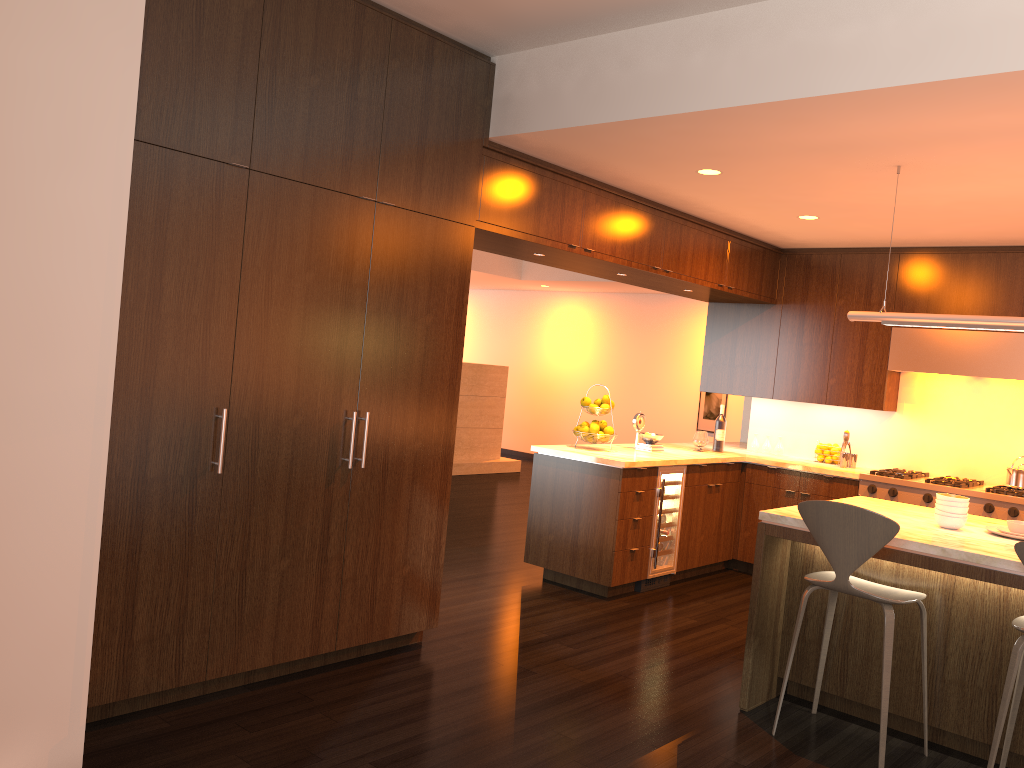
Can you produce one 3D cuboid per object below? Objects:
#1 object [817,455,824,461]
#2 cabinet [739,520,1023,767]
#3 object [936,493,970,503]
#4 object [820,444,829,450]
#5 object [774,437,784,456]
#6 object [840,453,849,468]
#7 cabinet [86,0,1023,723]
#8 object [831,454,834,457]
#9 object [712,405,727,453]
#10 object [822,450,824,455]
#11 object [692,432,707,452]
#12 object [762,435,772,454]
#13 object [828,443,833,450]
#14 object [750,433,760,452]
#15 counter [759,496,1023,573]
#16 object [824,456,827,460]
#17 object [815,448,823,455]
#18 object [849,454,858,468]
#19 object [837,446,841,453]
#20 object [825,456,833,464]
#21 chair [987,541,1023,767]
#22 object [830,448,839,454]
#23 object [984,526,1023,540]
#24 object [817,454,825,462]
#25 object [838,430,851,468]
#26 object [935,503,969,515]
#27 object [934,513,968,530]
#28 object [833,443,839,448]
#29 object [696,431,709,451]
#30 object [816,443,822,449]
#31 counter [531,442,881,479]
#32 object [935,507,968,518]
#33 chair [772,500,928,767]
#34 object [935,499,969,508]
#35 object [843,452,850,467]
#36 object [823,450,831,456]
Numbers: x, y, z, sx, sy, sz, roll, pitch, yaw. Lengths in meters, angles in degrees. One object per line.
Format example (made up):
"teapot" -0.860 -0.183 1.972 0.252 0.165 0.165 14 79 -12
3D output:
"object" 2.441 0.588 7.016 0.061 0.053 0.053 6 2 26
"cabinet" 2.509 1.195 3.620 2.713 0.876 1.281 7 2 41
"object" 2.001 0.538 4.031 0.139 0.062 0.140 4 2 -41
"object" 2.449 0.493 6.945 0.063 0.051 0.053 6 2 31
"object" 2.199 0.510 7.285 0.079 0.154 0.079 6 2 24
"object" 2.513 0.580 6.715 0.060 0.106 0.060 5 2 -17
"cabinet" 2.541 0.106 4.599 5.521 2.997 7.728 7 2 41
"object" 2.529 0.559 6.958 0.051 0.053 0.062 5 2 -8
"object" 1.656 0.353 7.054 0.095 0.378 0.094 5 2 -24
"object" 2.464 0.535 6.996 0.064 0.053 0.051 5 2 -13
"object" 1.468 0.452 6.934 0.112 0.151 0.112 5 2 -31
"object" 2.118 0.501 7.359 0.079 0.154 0.079 6 2 24
"object" 2.498 0.494 6.979 0.051 0.053 0.063 5 2 -15
"object" 2.038 0.491 7.431 0.079 0.154 0.079 6 2 24
"counter" 2.553 0.740 3.608 2.711 0.038 1.280 7 2 41
"object" 2.484 0.587 6.975 0.057 0.060 0.052 5 2 -10
"object" 2.412 0.533 6.972 0.063 0.051 0.053 7 2 43
"object" 2.595 0.586 6.749 0.060 0.106 0.060 5 2 -17
"object" 2.560 0.516 6.951 0.051 0.053 0.063 5 2 -3
"object" 2.476 0.593 6.933 0.064 0.063 0.074 6 2 4
"chair" 2.062 1.078 3.234 0.520 1.047 0.506 7 2 41
"object" 2.514 0.524 6.915 0.061 0.052 0.053 5 2 -3
"object" 2.284 0.676 3.964 0.310 0.021 0.309 7 2 41
"object" 2.423 0.581 6.961 0.060 0.057 0.052 5 2 -14
"object" 2.517 0.489 6.726 0.101 0.288 0.088 5 2 -19
"object" 1.997 0.581 4.031 0.140 0.062 0.139 7 2 41
"object" 1.992 0.627 4.033 0.140 0.059 0.139 6 2 32
"object" 2.564 0.501 7.017 0.050 0.060 0.059 5 2 -16
"object" 1.513 0.452 7.081 0.112 0.151 0.112 5 2 -31
"object" 2.431 0.494 6.995 0.052 0.060 0.057 5 2 -28
"counter" 2.528 0.669 6.137 3.616 0.038 3.187 7 2 41
"object" 1.995 0.603 4.033 0.140 0.068 0.139 6 2 24
"chair" 1.440 1.006 3.721 0.506 1.047 0.520 4 2 -44
"object" 1.999 0.559 4.031 0.140 0.064 0.139 6 2 15
"object" 2.570 0.582 6.820 0.060 0.106 0.060 5 2 -17
"object" 2.464 0.540 6.940 0.062 0.053 0.052 4 2 -44
